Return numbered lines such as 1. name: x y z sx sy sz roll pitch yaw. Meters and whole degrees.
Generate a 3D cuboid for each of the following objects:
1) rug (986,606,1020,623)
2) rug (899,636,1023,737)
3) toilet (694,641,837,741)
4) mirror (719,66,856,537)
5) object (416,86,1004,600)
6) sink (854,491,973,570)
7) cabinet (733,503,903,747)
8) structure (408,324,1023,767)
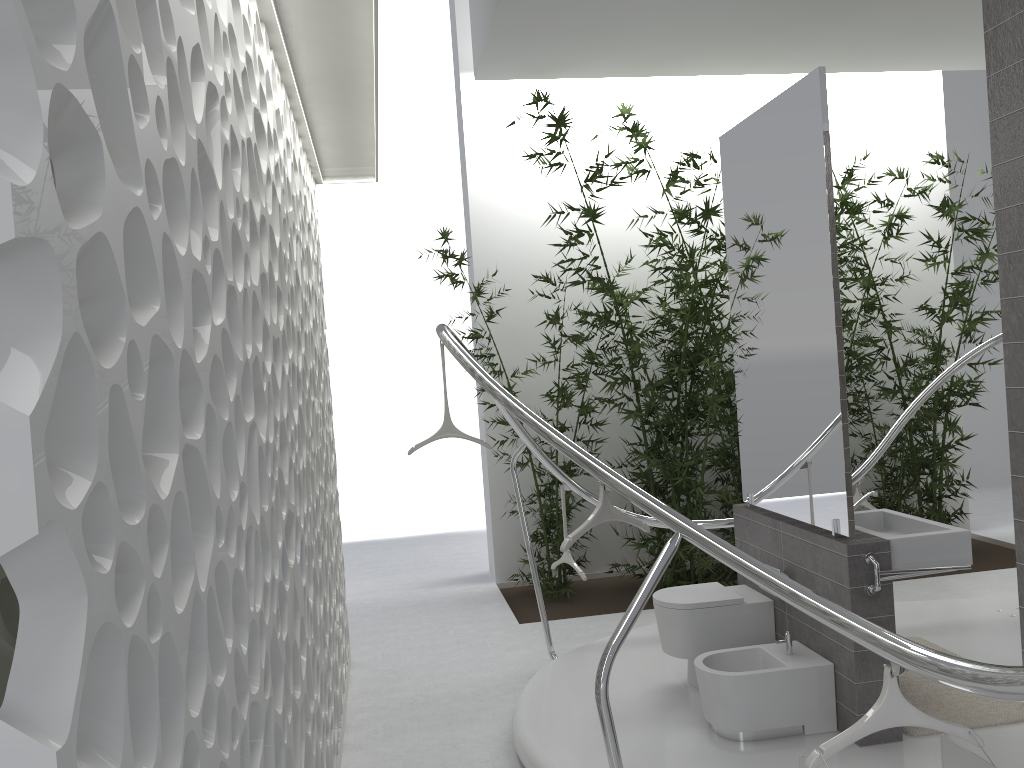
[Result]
1. rug: 3.472 1.386 4.271 0.790 0.044 2.486 -4 1 -9
2. rug: 1.993 1.460 4.385 0.775 0.016 1.153 -4 1 -9
3. toilet: 1.109 1.386 3.994 0.561 0.300 0.354 -4 1 -9
4. mirror: 1.284 -0.345 4.268 0.030 1.980 1.100 -4 1 -9
5. object: 2.303 -0.413 7.007 4.664 4.038 4.097 -3 1 40
6. sink: 1.691 0.792 4.084 0.478 0.598 0.650 -4 1 -9
7. cabinet: 1.557 1.062 4.318 0.461 0.870 1.200 -4 1 -9
8. structure: 2.526 0.554 3.451 5.433 2.080 5.250 -4 1 -13
